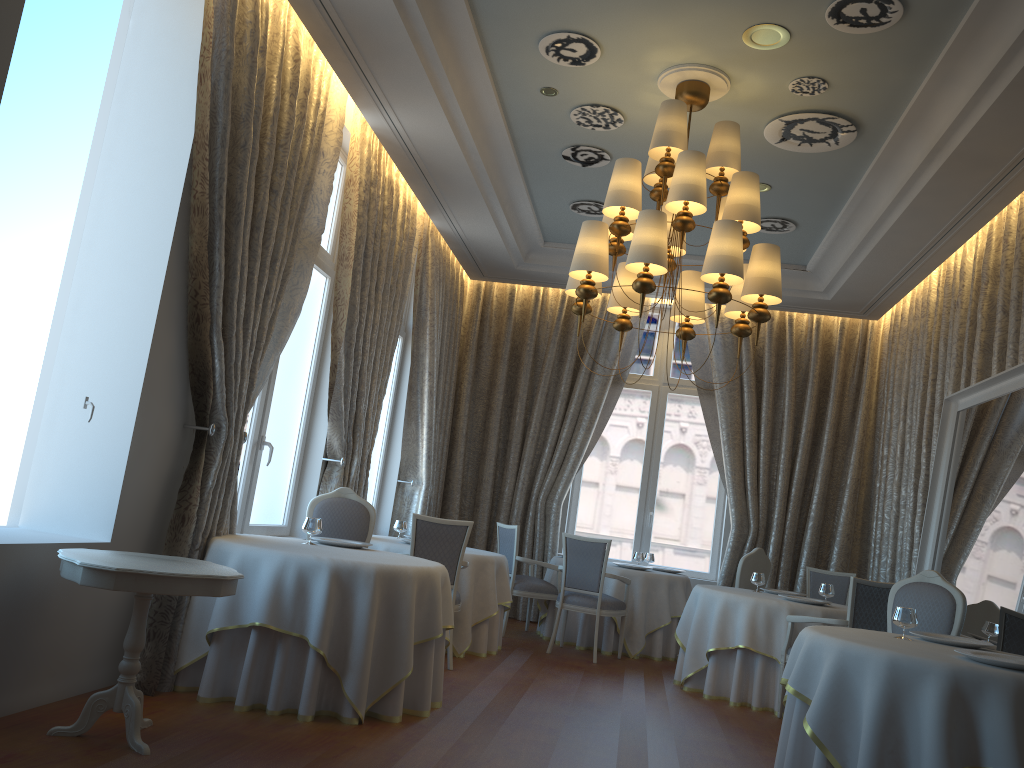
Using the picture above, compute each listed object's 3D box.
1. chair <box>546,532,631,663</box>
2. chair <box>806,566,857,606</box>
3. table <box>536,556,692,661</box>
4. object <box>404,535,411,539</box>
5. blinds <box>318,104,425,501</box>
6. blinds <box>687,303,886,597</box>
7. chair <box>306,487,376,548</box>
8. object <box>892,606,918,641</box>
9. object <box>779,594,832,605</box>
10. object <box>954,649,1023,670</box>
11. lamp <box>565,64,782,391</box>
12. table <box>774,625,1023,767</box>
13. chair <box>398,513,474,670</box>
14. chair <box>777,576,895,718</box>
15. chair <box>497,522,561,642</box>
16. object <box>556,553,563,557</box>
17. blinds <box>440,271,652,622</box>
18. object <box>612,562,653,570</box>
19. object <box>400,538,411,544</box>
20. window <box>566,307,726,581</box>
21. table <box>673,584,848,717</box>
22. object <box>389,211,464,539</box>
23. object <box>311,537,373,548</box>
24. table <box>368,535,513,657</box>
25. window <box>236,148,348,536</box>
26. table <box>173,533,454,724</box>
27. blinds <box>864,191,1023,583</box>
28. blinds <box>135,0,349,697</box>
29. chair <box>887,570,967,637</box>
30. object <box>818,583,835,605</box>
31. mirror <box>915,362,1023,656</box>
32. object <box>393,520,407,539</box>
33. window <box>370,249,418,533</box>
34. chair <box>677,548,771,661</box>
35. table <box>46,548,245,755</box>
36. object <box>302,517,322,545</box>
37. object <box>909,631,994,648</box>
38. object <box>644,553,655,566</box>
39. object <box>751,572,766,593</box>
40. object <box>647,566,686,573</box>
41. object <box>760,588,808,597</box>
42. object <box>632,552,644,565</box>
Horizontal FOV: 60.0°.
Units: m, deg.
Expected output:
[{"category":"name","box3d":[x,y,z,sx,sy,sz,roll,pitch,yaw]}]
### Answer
[{"category":"chair","box3d":[0.728,2.005,8.409,0.650,1.108,0.629,4,-9,24]},{"category":"chair","box3d":[2.997,2.355,8.578,0.650,1.108,0.629,3,-10,29]},{"category":"table","box3d":[1.118,2.389,9.487,1.667,0.890,1.663,4,-9,28]},{"category":"object","box3d":[-0.834,1.491,8.515,0.419,0.036,0.419,7,-8,8]},{"category":"blinds","box3d":[-1.265,-0.224,7.875,0.335,4.969,2.257,7,-9,9]},{"category":"blinds","box3d":[3.079,0.776,10.411,2.476,4.901,0.386,7,-9,9]},{"category":"chair","box3d":[-1.244,1.347,6.268,0.563,1.233,0.690,11,-9,-16]},{"category":"object","box3d":[2.119,1.291,4.784,0.128,0.165,0.128,1,-11,39]},{"category":"object","box3d":[2.366,1.746,7.161,0.419,0.036,0.419,7,-8,8]},{"category":"object","box3d":[2.251,1.266,4.051,0.419,0.036,0.419,7,-8,8]},{"category":"lamp","box3d":[1.116,-1.064,6.003,1.373,2.121,1.373,16,-11,-43]},{"category":"table","box3d":[2.192,1.787,4.431,1.663,0.890,1.667,8,-8,-2]},{"category":"chair","box3d":[-0.685,1.583,6.931,0.650,1.108,0.629,11,-9,-16]},{"category":"chair","box3d":[2.430,1.966,6.517,0.650,1.108,0.629,11,-9,-21]},{"category":"chair","box3d":[0.134,2.044,9.238,0.629,1.108,0.650,12,-9,-26]},{"category":"object","box3d":[0.679,1.853,9.490,0.419,0.036,0.419,7,-8,8]},{"category":"blinds","box3d":[0.259,0.440,10.865,2.535,4.901,0.386,7,-9,9]},{"category":"object","box3d":[1.238,1.876,9.109,0.419,0.036,0.419,7,-8,8]},{"category":"object","box3d":[-0.758,1.364,7.595,0.419,0.036,0.419,7,-8,8]},{"category":"window","box3d":[1.774,0.648,11.039,1.881,3.306,0.196,7,-9,9]},{"category":"table","box3d":[2.237,2.250,7.485,1.663,0.890,1.667,5,-9,23]},{"category":"object","box3d":[-0.913,0.190,9.996,0.386,4.901,2.121,7,-9,9]},{"category":"object","box3d":[-1.134,1.056,5.891,0.419,0.036,0.419,7,-8,8]},{"category":"table","box3d":[-0.822,1.888,7.990,1.667,0.890,1.663,8,-8,3]},{"category":"window","box3d":[-1.713,-0.497,6.708,0.259,3.306,1.882,7,-9,9]},{"category":"table","box3d":[-1.187,1.451,5.413,1.663,0.890,1.667,8,-8,-2]},{"category":"blinds","box3d":[3.893,0.538,8.162,0.238,4.819,4.439,7,-9,9]},{"category":"blinds","box3d":[-1.621,-0.634,5.477,0.315,4.930,2.204,7,-9,9]},{"category":"chair","box3d":[2.298,1.717,5.360,0.690,1.233,0.563,13,-10,-30]},{"category":"object","box3d":[2.619,1.751,7.388,0.128,0.165,0.128,7,-9,9]},{"category":"mirror","box3d":[3.137,1.176,5.904,0.385,2.564,2.251,7,-9,9]},{"category":"object","box3d":[-1.050,1.366,8.321,0.128,0.165,0.128,7,-9,9]},{"category":"window","box3d":[-1.420,-0.105,9.057,0.196,3.306,1.881,7,-9,9]},{"category":"chair","box3d":[2.140,2.222,8.895,0.563,1.233,0.690,15,-11,-40]},{"category":"table","box3d":[-1.676,1.192,3.931,0.761,0.801,0.760,15,-11,-41]},{"category":"object","box3d":[-1.266,0.930,5.611,0.128,0.165,0.128,9,-9,-9]},{"category":"object","box3d":[2.420,1.416,4.894,0.419,0.036,0.419,7,-8,8]},{"category":"object","box3d":[1.516,1.957,9.823,0.128,0.165,0.128,7,-9,9]},{"category":"object","box3d":[2.176,1.756,7.847,0.128,0.165,0.128,7,-9,9]},{"category":"object","box3d":[1.656,1.997,9.520,0.419,0.036,0.419,7,-8,8]},{"category":"object","box3d":[2.440,1.877,7.967,0.419,0.036,0.419,7,-8,8]},{"category":"object","box3d":[1.342,1.872,9.426,0.128,0.165,0.128,7,-9,9]}]
